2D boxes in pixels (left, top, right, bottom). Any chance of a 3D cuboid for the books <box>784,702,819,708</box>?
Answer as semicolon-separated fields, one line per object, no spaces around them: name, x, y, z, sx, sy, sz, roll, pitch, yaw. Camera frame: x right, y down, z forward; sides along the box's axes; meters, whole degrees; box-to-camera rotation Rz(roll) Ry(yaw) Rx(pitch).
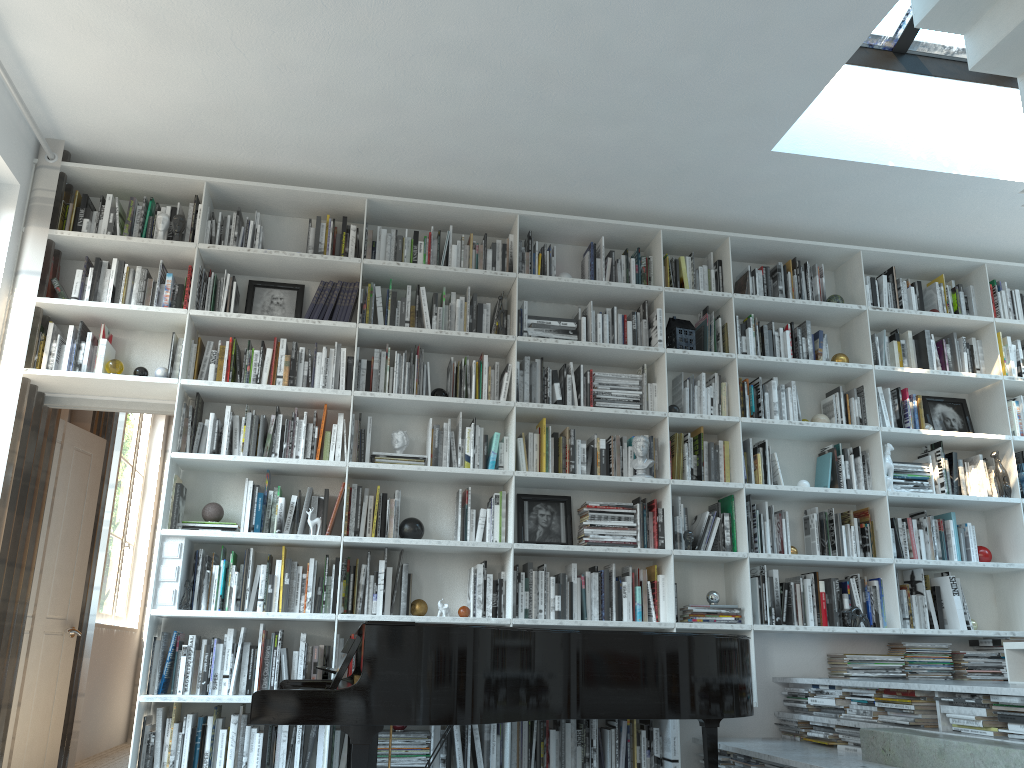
books;1.561;1.680;4.638;0.175;0.017;0.266;3;-17;-7

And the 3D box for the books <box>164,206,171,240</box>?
books;-1.845;-0.800;4.767;0.021;0.252;0.179;4;-17;-10

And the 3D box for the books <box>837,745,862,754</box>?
books;1.621;1.663;4.030;0.189;0.028;0.203;6;-18;-15

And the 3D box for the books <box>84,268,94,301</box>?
books;-2.170;-0.463;4.593;0.023;0.227;0.172;4;-17;-10

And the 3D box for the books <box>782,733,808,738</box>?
books;1.527;1.833;4.623;0.144;0.005;0.258;3;-17;-5

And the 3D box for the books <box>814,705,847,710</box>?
books;1.626;1.593;4.367;0.152;0.009;0.260;5;-18;-13

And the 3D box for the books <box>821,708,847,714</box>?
books;1.638;1.609;4.364;0.131;0.021;0.241;3;-17;-8

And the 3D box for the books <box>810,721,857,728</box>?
books;1.590;1.670;4.352;0.149;0.014;0.229;5;-18;-12

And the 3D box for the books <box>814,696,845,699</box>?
books;1.620;1.549;4.379;0.171;0.007;0.207;3;-17;-8

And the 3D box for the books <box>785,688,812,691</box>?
books;1.570;1.607;4.662;0.159;0.011;0.247;5;-18;-13

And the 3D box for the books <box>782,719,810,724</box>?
books;1.526;1.767;4.642;0.152;0.015;0.208;3;-17;-5

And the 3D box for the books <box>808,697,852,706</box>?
books;1.609;1.566;4.371;0.189;0.029;0.238;5;-18;-13

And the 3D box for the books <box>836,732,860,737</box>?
books;1.634;1.604;4.050;0.178;0.009;0.277;4;-18;-9

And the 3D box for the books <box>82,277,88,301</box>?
books;-2.197;-0.440;4.608;0.024;0.191;0.138;4;-17;-10

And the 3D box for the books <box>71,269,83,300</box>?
books;-2.235;-0.459;4.591;0.034;0.217;0.167;4;-17;-10

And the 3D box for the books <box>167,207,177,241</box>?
books;-1.821;-0.802;4.769;0.027;0.258;0.147;4;-17;-10

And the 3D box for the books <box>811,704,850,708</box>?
books;1.622;1.585;4.368;0.163;0.008;0.295;5;-18;-12

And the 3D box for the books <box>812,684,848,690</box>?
books;1.617;1.501;4.392;0.171;0.020;0.194;6;-18;-15

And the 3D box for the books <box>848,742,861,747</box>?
books;1.648;1.644;4.041;0.138;0.014;0.215;3;-17;-6

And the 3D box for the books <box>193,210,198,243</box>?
books;-1.698;-0.791;4.795;0.025;0.258;0.139;4;-17;-10

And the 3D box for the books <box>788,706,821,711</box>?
books;1.569;1.696;4.635;0.163;0.017;0.233;3;-17;-8

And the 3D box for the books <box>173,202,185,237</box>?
books;-1.803;-0.812;4.788;0.013;0.291;0.155;4;-17;-10

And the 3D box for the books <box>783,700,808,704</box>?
books;1.565;1.666;4.643;0.179;0.012;0.262;4;-18;-10

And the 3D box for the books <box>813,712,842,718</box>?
books;1.619;1.625;4.356;0.173;0.016;0.234;4;-18;-11

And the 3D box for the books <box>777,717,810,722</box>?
books;1.520;1.756;4.645;0.174;0.009;0.240;3;-17;-8

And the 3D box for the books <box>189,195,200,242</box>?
books;-1.715;-0.832;4.798;0.014;0.336;0.168;4;-17;-10

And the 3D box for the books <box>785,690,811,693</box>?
books;1.570;1.616;4.659;0.167;0.008;0.235;4;-18;-11

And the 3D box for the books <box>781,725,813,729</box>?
books;1.526;1.791;4.635;0.152;0.005;0.243;3;-17;-6

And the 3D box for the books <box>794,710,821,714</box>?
books;1.583;1.712;4.633;0.134;0.014;0.182;5;-18;-13

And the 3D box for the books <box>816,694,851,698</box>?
books;1.626;1.541;4.382;0.143;0.012;0.265;3;-17;-5

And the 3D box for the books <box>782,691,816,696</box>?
books;1.560;1.626;4.654;0.171;0.015;0.253;6;-18;-15

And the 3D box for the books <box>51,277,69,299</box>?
books;-2.313;-0.442;4.582;0.121;0.175;0.130;4;-17;-10

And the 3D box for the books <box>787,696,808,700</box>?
books;1.580;1.649;4.651;0.145;0.008;0.299;4;-18;-11

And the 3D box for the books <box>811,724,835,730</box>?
books;1.588;1.681;4.348;0.144;0.009;0.250;3;-17;-6

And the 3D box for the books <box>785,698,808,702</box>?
books;1.572;1.656;4.647;0.156;0.009;0.288;5;-18;-12

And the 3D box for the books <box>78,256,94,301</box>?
books;-2.212;-0.494;4.609;0.011;0.295;0.163;4;-17;-10

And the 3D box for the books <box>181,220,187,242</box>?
books;-1.759;-0.760;4.774;0.028;0.184;0.168;4;-17;-10

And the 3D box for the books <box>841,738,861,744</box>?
books;1.642;1.631;4.043;0.161;0.012;0.255;4;-18;-9

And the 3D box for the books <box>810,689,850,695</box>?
books;1.626;1.526;4.387;0.163;0.018;0.290;4;-18;-11

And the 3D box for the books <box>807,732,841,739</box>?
books;1.573;1.718;4.334;0.180;0.016;0.183;5;-18;-13

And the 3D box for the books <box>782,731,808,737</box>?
books;1.536;1.824;4.627;0.147;0.014;0.293;4;-18;-10

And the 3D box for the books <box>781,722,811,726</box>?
books;1.524;1.778;4.638;0.159;0.009;0.211;3;-17;-6

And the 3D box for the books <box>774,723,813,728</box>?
books;1.516;1.785;4.635;0.184;0.006;0.263;4;-18;-9

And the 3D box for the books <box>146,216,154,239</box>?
books;-1.925;-0.775;4.741;0.024;0.186;0.160;4;-17;-10

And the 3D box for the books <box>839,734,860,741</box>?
books;1.638;1.617;4.047;0.156;0.017;0.264;5;-18;-14

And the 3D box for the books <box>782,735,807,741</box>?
books;1.526;1.844;4.619;0.163;0.019;0.188;4;-18;-11

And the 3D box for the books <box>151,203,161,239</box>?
books;-1.908;-0.813;4.763;0.013;0.274;0.159;4;-17;-10

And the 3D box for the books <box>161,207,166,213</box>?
books;-1.866;-0.799;4.752;0.025;0.243;0.168;4;-17;-10

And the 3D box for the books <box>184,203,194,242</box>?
books;-1.734;-0.807;4.792;0.022;0.285;0.176;4;-17;-10

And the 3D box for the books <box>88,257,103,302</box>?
books;-2.146;-0.489;4.600;0.023;0.281;0.186;4;-17;-10

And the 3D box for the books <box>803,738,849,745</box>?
books;1.567;1.743;4.326;0.187;0.009;0.262;3;-17;-7

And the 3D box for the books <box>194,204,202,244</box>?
books;-1.666;-0.797;4.764;0.024;0.251;0.235;4;-17;-10

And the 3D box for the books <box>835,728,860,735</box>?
books;1.628;1.592;4.052;0.181;0.017;0.250;5;-18;-13

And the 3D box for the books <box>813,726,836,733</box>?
books;1.592;1.694;4.345;0.137;0.018;0.201;5;-18;-14

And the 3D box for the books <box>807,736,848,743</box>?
books;1.585;1.733;4.332;0.160;0.014;0.268;4;-18;-11

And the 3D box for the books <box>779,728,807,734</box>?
books;1.525;1.811;4.629;0.170;0.012;0.216;4;-18;-10

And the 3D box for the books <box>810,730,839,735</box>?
books;1.586;1.706;4.340;0.159;0.009;0.229;4;-18;-9

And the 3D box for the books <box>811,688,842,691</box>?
books;1.628;1.515;4.390;0.159;0.007;0.286;4;-18;-11

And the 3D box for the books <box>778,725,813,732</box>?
books;1.528;1.800;4.633;0.159;0.012;0.279;4;-18;-11

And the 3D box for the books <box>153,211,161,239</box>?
books;-1.891;-0.789;4.758;0.021;0.225;0.157;4;-17;-10
